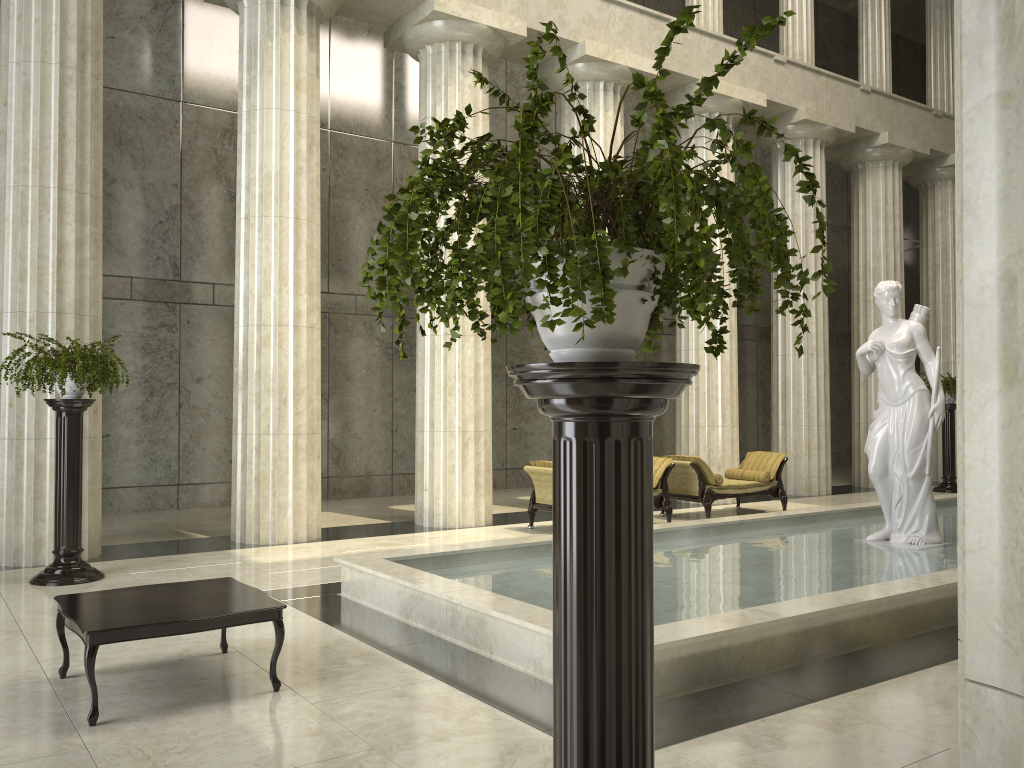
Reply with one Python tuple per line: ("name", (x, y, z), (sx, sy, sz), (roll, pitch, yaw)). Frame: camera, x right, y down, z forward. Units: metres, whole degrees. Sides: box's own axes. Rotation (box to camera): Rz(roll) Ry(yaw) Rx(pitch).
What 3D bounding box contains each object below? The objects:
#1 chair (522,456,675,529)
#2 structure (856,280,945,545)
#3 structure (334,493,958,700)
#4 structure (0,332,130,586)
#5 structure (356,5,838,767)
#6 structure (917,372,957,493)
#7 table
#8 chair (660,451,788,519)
("chair", (1.219, 1.495, 12.179), (2.172, 0.950, 0.993), (1, -2, -35))
("structure", (4.215, 0.372, 9.620), (0.729, 3.044, 0.940), (1, -2, -40))
("structure", (4.252, 1.824, 9.573), (11.573, 0.508, 3.754), (1, -2, -35))
("structure", (-4.266, 0.678, 8.529), (1.159, 2.386, 1.053), (0, -2, -5))
("structure", (0.177, 0.490, 2.028), (1.053, 2.386, 1.159), (0, -2, -5))
("structure", (8.562, 0.916, 17.384), (1.053, 2.386, 1.159), (1, -2, -40))
("table", (-2.040, 1.530, 5.252), (1.123, 0.494, 1.134), (1, -2, -36))
("chair", (3.248, 1.532, 13.583), (2.172, 0.950, 0.993), (1, -2, -35))
